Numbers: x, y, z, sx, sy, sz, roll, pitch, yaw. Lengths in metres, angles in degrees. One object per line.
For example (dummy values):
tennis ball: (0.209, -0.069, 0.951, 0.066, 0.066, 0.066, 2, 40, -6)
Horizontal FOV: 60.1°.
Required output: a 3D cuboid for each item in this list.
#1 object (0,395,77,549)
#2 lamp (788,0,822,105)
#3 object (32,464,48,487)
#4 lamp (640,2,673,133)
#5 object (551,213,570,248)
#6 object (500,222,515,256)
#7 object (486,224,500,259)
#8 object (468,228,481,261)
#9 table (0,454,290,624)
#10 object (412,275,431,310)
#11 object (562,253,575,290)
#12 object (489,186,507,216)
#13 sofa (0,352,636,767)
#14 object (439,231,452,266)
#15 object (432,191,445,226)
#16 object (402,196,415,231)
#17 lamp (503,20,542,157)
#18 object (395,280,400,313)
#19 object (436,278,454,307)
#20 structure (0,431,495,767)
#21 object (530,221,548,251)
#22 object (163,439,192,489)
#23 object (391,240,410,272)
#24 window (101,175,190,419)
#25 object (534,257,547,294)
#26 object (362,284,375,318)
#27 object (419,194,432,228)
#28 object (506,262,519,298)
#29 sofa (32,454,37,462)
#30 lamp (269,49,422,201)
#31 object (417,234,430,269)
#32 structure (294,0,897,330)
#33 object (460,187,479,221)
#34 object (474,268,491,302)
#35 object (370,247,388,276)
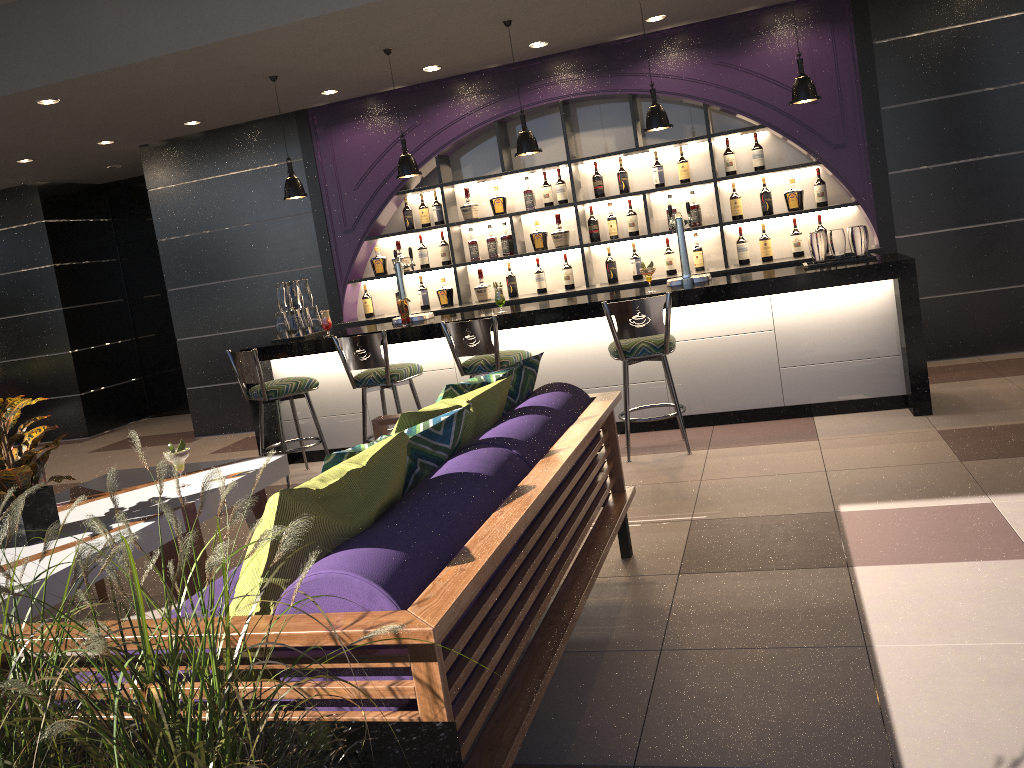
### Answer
object: (-1.773, 0.301, 3.133, 0.424, 0.523, 0.434, -5, 8, 29)
lamp: (1.699, -2.119, 5.292, 0.164, 0.859, 0.163, -12, 6, -30)
object: (-1.941, 0.418, 3.649, 0.066, 0.188, 0.085, -4, 8, 42)
lamp: (0.857, -2.026, 5.547, 0.164, 0.859, 0.163, -12, 6, -30)
object: (0.394, -1.259, 7.267, 0.123, 0.278, 0.124, -6, 7, 31)
object: (-0.046, -1.216, 7.424, 0.083, 0.280, 0.083, -5, 7, 37)
object: (-0.168, -1.206, 7.480, 0.083, 0.280, 0.083, -7, 6, 17)
object: (-0.328, -1.183, 7.499, 0.083, 0.280, 0.083, -9, 6, 2)
table: (-1.698, 0.829, 3.184, 0.939, 0.550, 2.055, -7, 9, 17)
object: (-0.776, -0.800, 7.669, 0.086, 0.313, 0.104, -7, 6, 22)
object: (0.457, -0.930, 7.292, 0.086, 0.297, 0.086, -11, 6, -24)
object: (-0.115, -1.532, 7.410, 0.151, 0.246, 0.095, -8, 6, 6)
sofa: (-0.345, 0.497, 2.754, 1.116, 0.914, 2.145, -7, 8, 17)
object: (-0.578, -1.160, 7.559, 0.086, 0.297, 0.086, -11, 6, -24)
object: (-0.640, -1.504, 7.543, 0.086, 0.313, 0.104, -7, 6, 22)
object: (-0.900, -1.471, 7.648, 0.086, 0.296, 0.086, -11, 6, -24)
lamp: (0.042, -1.935, 5.795, 0.164, 0.859, 0.163, -12, 6, -30)
object: (-0.973, -0.771, 7.727, 0.086, 0.297, 0.086, -11, 6, -24)
object: (-0.575, -0.788, 7.608, 0.151, 0.246, 0.095, -6, 7, 27)
structure: (-0.232, -0.889, 4.343, 24.661, 3.104, 7.889, -6, 9, 17)
object: (0.224, -1.223, 7.310, 0.151, 0.246, 0.095, -7, 6, 19)
object: (-1.364, 0.327, 3.627, 0.105, 0.196, 0.106, -3, 8, 45)
object: (-0.970, -1.108, 7.682, 0.123, 0.278, 0.124, -6, 7, 31)
window: (-3.641, -1.039, 10.012, 1.822, 2.746, 0.109, -7, 6, 17)
object: (0.230, -0.901, 7.339, 0.086, 0.296, 0.086, -11, 6, -24)
object: (-1.278, -0.736, 7.820, 0.086, 0.297, 0.086, -11, 6, -24)
object: (-0.756, -1.487, 7.608, 0.086, 0.297, 0.086, -11, 6, -24)
object: (-0.008, -0.875, 7.416, 0.086, 0.296, 0.086, -11, 6, -24)
sofa: (-3.145, 0.808, 3.605, 1.116, 0.914, 2.145, -7, 8, 17)
lamp: (-1.194, -1.798, 6.171, 1.078, 0.859, 0.194, -7, 6, 17)
object: (-0.766, -1.135, 7.594, 0.086, 0.296, 0.086, -11, 6, -24)
structure: (0.548, -1.257, 7.135, 4.618, 2.746, 0.534, -7, 6, 17)
object: (-0.363, -1.518, 7.469, 0.123, 0.278, 0.124, -6, 7, 31)
object: (-0.252, -0.840, 7.512, 0.123, 0.278, 0.124, -7, 6, 17)
object: (-1.160, -1.069, 7.730, 0.151, 0.246, 0.095, -8, 6, 6)
